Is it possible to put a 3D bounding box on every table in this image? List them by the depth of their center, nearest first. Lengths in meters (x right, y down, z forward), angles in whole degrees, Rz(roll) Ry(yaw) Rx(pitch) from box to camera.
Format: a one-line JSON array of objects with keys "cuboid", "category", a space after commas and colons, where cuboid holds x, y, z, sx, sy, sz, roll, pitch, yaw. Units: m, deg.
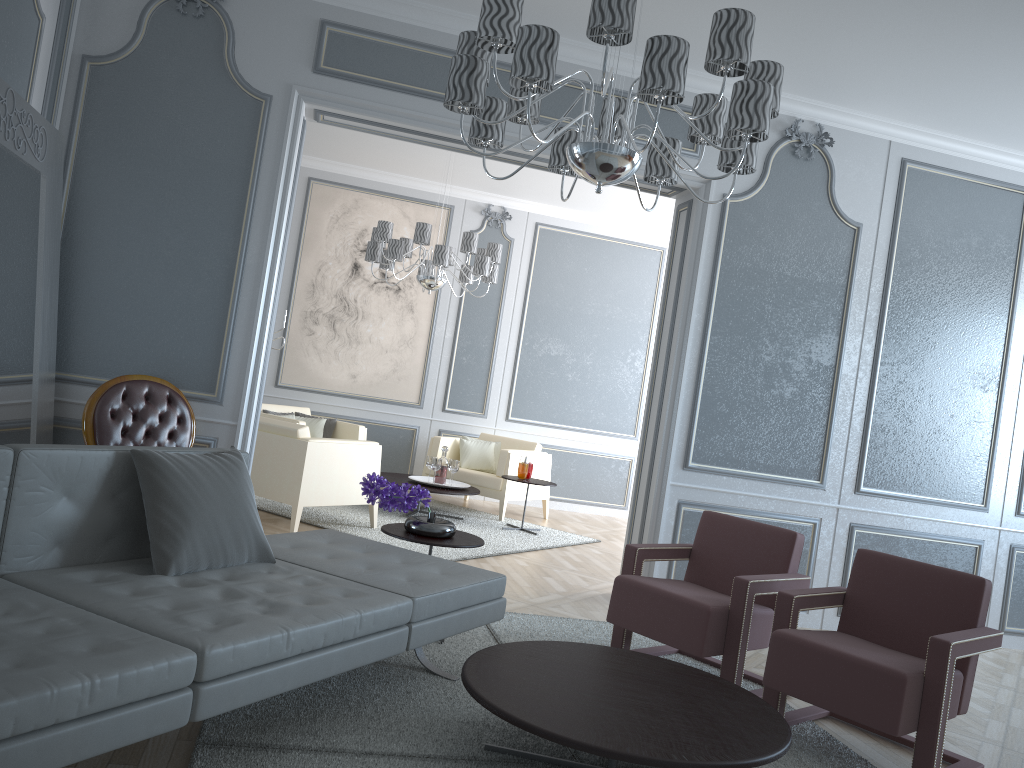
[{"cuboid": [0.283, 0.950, 2.397, 0.882, 0.239, 0.882, 9, -1, 5], "category": "table"}, {"cuboid": [-0.342, 0.784, 3.511, 0.414, 0.385, 0.414, 9, -1, -25], "category": "table"}, {"cuboid": [0.098, 0.898, 6.535, 0.414, 0.385, 0.413, 8, -1, 35], "category": "table"}, {"cuboid": [-0.690, 0.852, 6.631, 0.882, 0.239, 0.882, 9, -1, -15], "category": "table"}]

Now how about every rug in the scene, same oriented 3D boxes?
[{"cuboid": [0.191, 1.052, 2.422, 2.017, 0.010, 3.205, 9, -1, -13], "category": "rug"}, {"cuboid": [-0.698, 0.963, 6.325, 2.002, 0.010, 1.997, 8, -1, 32], "category": "rug"}]

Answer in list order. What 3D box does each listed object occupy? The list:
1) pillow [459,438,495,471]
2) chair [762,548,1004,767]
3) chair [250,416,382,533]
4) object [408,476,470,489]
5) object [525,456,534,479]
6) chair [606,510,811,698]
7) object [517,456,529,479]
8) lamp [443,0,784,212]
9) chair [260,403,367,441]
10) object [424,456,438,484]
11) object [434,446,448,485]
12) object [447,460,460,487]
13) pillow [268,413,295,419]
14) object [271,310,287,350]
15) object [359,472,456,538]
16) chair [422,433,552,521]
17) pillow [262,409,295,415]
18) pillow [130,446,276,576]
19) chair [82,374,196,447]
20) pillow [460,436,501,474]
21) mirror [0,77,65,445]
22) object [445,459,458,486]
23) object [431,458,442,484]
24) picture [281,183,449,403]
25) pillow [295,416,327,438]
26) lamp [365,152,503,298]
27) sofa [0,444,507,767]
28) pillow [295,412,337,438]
[{"cuboid": [-0.291, 0.596, 7.420, 0.311, 0.245, 0.163, 9, -1, -18], "category": "pillow"}, {"cuboid": [1.195, 0.896, 2.919, 0.605, 0.620, 0.577, 10, -2, -43], "category": "chair"}, {"cuboid": [-1.365, 0.542, 5.602, 0.856, 0.621, 0.736, 8, -1, 32], "category": "chair"}, {"cuboid": [-0.542, 0.739, 6.606, 0.468, 0.028, 0.468, 9, -1, 0], "category": "object"}, {"cuboid": [0.120, 0.624, 6.621, 0.075, 0.166, 0.075, 8, -2, 36], "category": "object"}, {"cuboid": [0.746, 0.833, 3.455, 0.605, 0.620, 0.577, 10, -2, -43], "category": "chair"}, {"cuboid": [0.083, 0.618, 6.543, 0.075, 0.166, 0.075, 9, -2, -24], "category": "object"}, {"cuboid": [0.340, -1.128, 2.693, 0.975, 1.120, 0.977, 9, -1, -24], "category": "lamp"}, {"cuboid": [-1.689, 0.510, 7.039, 0.738, 0.621, 0.854, 8, -1, 32], "category": "chair"}, {"cuboid": [-0.611, 0.641, 6.626, 0.080, 0.196, 0.080, 10, -2, -30], "category": "object"}, {"cuboid": [-0.519, 0.607, 6.621, 0.086, 0.290, 0.086, 9, -2, 8], "category": "object"}, {"cuboid": [-0.438, 0.667, 6.589, 0.080, 0.196, 0.080, 10, -2, -30], "category": "object"}, {"cuboid": [-1.773, 0.362, 6.931, 0.163, 0.245, 0.311, 8, -1, 22], "category": "pillow"}, {"cuboid": [-2.199, 0.045, 7.073, 0.447, 1.387, 0.446, 8, -2, 32], "category": "object"}, {"cuboid": [-0.390, 0.469, 3.439, 0.424, 0.221, 0.207, 10, -1, -43], "category": "object"}, {"cuboid": [-0.202, 0.743, 7.375, 0.856, 0.621, 0.736, 8, -1, 32], "category": "chair"}, {"cuboid": [-1.823, 0.356, 7.003, 0.184, 0.276, 0.350, 8, -1, 33], "category": "pillow"}, {"cuboid": [-0.885, 0.370, 2.560, 0.253, 0.354, 0.421, 8, -1, 25], "category": "pillow"}, {"cuboid": [-1.434, 0.399, 3.624, 0.575, 0.829, 0.572, 8, -2, 37], "category": "chair"}, {"cuboid": [-0.268, 0.601, 7.505, 0.351, 0.276, 0.184, 9, -1, -7], "category": "pillow"}, {"cuboid": [-1.820, -0.149, 3.117, 0.251, 1.793, 1.400, 9, -1, -13], "category": "mirror"}, {"cuboid": [-0.458, 0.665, 6.671, 0.080, 0.196, 0.080, 10, -2, -30], "category": "object"}, {"cuboid": [-0.567, 0.646, 6.538, 0.080, 0.196, 0.080, 9, -2, -10], "category": "object"}, {"cuboid": [-1.279, -0.785, 7.795, 1.198, 1.752, 0.001, 9, -2, -13], "category": "picture"}, {"cuboid": [-1.665, 0.381, 7.114, 0.311, 0.245, 0.163, 9, -1, -8], "category": "pillow"}, {"cuboid": [-0.533, -1.215, 6.566, 0.975, 1.120, 0.977, 9, -1, -24], "category": "lamp"}, {"cuboid": [-0.858, 0.546, 2.277, 0.811, 0.668, 2.201, 8, -1, 27], "category": "sofa"}, {"cuboid": [-1.627, 0.388, 7.194, 0.351, 0.276, 0.184, 9, -1, 3], "category": "pillow"}]
